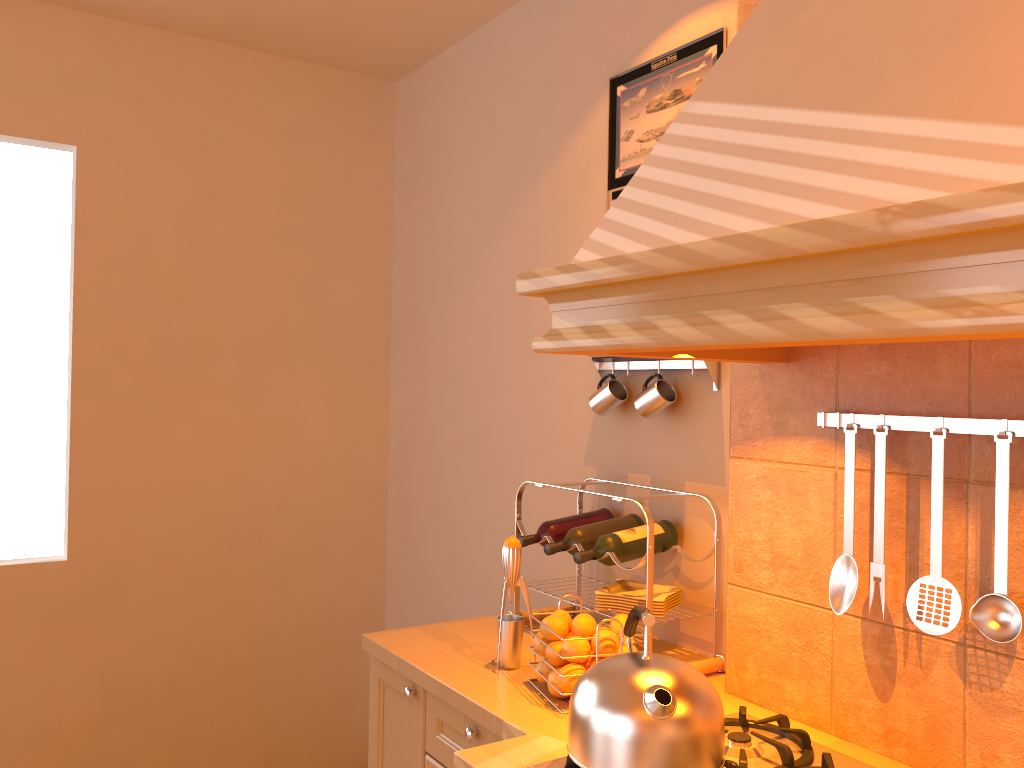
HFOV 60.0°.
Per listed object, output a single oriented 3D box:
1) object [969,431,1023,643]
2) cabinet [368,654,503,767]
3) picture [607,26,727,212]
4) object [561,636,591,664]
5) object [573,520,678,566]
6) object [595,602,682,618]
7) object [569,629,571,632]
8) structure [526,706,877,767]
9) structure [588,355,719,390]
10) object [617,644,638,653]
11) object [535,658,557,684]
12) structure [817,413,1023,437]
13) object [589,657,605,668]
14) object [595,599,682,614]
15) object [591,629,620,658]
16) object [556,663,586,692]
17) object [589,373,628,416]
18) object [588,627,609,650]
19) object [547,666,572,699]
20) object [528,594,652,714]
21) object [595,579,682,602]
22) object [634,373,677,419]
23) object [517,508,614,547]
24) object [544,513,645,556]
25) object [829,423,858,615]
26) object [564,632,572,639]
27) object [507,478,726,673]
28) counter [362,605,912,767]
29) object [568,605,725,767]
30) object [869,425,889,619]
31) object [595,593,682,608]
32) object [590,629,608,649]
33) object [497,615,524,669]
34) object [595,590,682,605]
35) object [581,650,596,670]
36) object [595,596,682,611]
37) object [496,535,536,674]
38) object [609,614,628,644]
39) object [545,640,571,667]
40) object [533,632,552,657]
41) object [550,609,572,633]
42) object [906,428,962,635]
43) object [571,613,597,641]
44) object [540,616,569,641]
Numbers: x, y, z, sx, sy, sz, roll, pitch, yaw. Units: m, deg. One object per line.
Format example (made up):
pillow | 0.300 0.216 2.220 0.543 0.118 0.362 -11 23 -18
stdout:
object | 0.724 0.224 1.308 0.037 0.309 0.077 1 0 -33
cabinet | 0.436 1.079 1.003 1.141 0.840 2.850 1 0 -33
picture | 0.371 -0.519 2.207 0.009 0.605 0.417 1 0 -33
object | 0.124 0.516 1.723 0.061 0.052 0.053 1 0 30
object | 0.261 0.369 2.053 0.282 0.095 0.076 1 0 -33
object | 0.286 0.503 2.002 0.163 0.011 0.172 1 0 26
object | 0.148 0.511 1.854 0.063 0.051 0.053 1 0 -27
structure | 0.444 0.600 1.214 0.494 0.051 0.797 1 0 -33
structure | 0.338 -0.046 2.186 0.069 0.118 0.405 1 0 -33
object | 0.223 0.543 1.764 0.061 0.054 0.053 1 0 -27
object | 0.076 0.583 1.807 0.060 0.057 0.052 1 0 19
structure | 0.686 0.064 1.371 0.009 0.024 0.506 1 0 -33
object | 0.180 0.556 1.723 0.061 0.055 0.051 1 0 -4
object | 0.286 0.496 2.002 0.163 0.011 0.172 1 0 26
object | 0.182 0.506 1.729 0.051 0.053 0.063 1 0 30
object | 0.115 0.562 1.698 0.061 0.054 0.052 1 0 -6
object | 0.248 0.028 2.281 0.066 0.111 0.103 1 0 -39
object | 0.188 0.540 1.867 0.060 0.055 0.053 1 0 -30
object | 0.105 0.589 1.753 0.064 0.063 0.074 1 0 38
object | 0.154 0.534 1.785 0.189 0.174 0.207 1 0 -18
object | 0.287 0.469 2.002 0.163 0.011 0.172 1 0 26
object | 0.344 0.029 2.131 0.066 0.111 0.103 1 0 -39
object | 0.135 0.368 2.247 0.282 0.095 0.076 1 0 -33
object | 0.198 0.369 2.150 0.282 0.095 0.076 1 0 -33
object | 0.566 0.229 1.510 0.028 0.323 0.055 1 0 -33
object | 0.128 0.535 1.817 0.064 0.053 0.051 1 0 20
object | 0.233 0.435 2.106 0.221 0.379 0.572 1 0 -33
counter | 0.438 0.642 1.359 0.770 0.038 2.250 1 0 -33
object | 0.207 0.463 1.390 0.251 0.215 0.242 1 -1 44
object | 0.607 0.228 1.467 0.006 0.319 0.028 1 0 -33
object | 0.287 0.483 2.002 0.163 0.011 0.172 1 0 26
object | 0.185 0.523 1.800 0.055 0.051 0.061 1 0 12
object | -0.004 0.566 1.943 0.060 0.106 0.060 1 0 25
object | 0.287 0.476 2.002 0.163 0.011 0.172 1 0 26
object | 0.162 0.553 1.748 0.051 0.053 0.062 1 0 25
object | 0.287 0.489 2.002 0.163 0.011 0.172 1 0 26
object | -0.010 0.475 1.956 0.101 0.288 0.088 1 0 -33
object | 0.221 0.494 1.784 0.050 0.060 0.059 1 0 17
object | 0.097 0.538 1.770 0.062 0.053 0.052 1 0 -11
object | 0.071 0.536 1.826 0.053 0.051 0.063 1 0 -14
object | 0.098 0.497 1.838 0.052 0.060 0.057 1 0 5
object | 0.658 0.228 1.379 0.017 0.320 0.090 1 0 -33
object | 0.145 0.491 1.788 0.051 0.053 0.063 1 0 19
object | 0.085 0.493 1.787 0.053 0.051 0.063 1 0 -25
